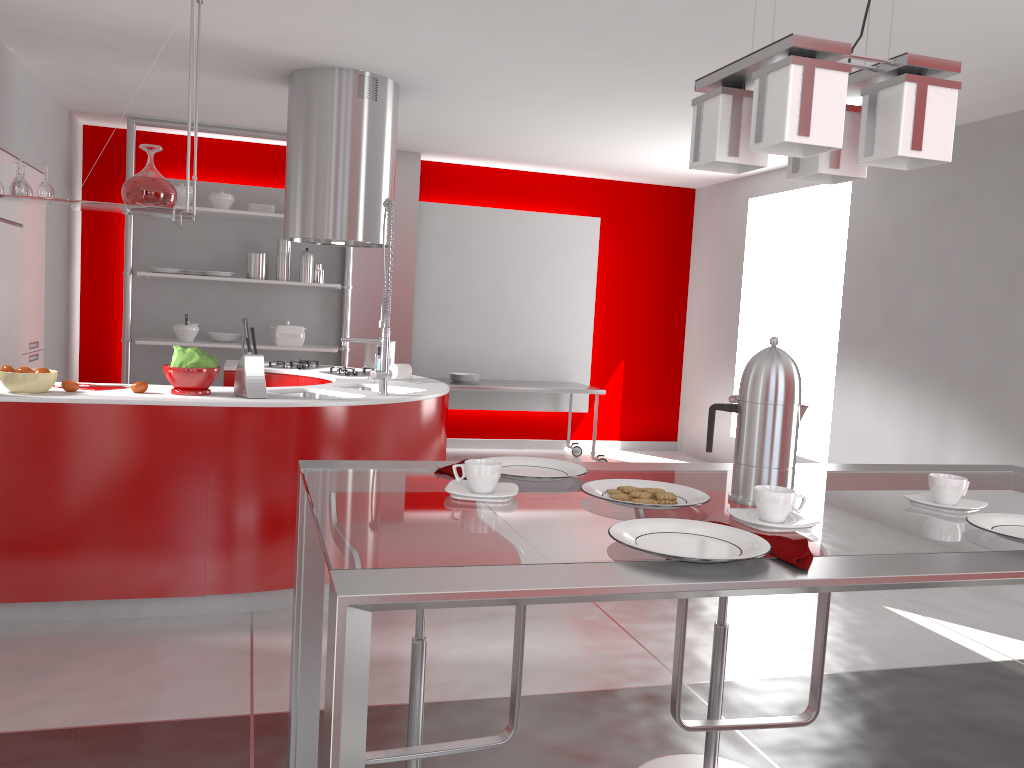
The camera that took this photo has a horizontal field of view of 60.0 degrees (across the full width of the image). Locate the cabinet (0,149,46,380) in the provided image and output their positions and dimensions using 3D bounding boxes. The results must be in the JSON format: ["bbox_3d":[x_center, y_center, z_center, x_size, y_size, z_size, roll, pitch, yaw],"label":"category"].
[{"bbox_3d":[-3.133,-0.283,4.796,0.614,2.026,2.398,2,5,-17],"label":"cabinet"}]

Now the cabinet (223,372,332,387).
[{"bbox_3d":[-1.640,0.384,4.350,1.025,0.761,1.875,6,5,29],"label":"cabinet"}]

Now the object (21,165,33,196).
[{"bbox_3d":[-1.952,-0.802,3.550,0.060,0.141,0.060,2,5,-17],"label":"object"}]

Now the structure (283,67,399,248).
[{"bbox_3d":[-1.022,-1.320,5.314,0.644,0.958,0.644,7,6,39],"label":"structure"}]

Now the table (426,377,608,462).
[{"bbox_3d":[-0.040,0.335,7.646,1.627,0.682,0.749,2,5,-15],"label":"table"}]

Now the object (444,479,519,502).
[{"bbox_3d":[-0.049,0.177,1.457,0.119,0.016,0.119,4,5,3],"label":"object"}]

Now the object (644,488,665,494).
[{"bbox_3d":[0.244,0.183,1.520,0.036,0.006,0.034,4,5,7],"label":"object"}]

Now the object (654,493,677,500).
[{"bbox_3d":[0.256,0.187,1.481,0.034,0.006,0.036,3,5,-5],"label":"object"}]

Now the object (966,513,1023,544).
[{"bbox_3d":[0.826,0.233,1.379,0.217,0.015,0.217,4,5,7],"label":"object"}]

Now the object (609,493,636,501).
[{"bbox_3d":[0.185,0.189,1.486,0.036,0.006,0.034,0,6,-33],"label":"object"}]

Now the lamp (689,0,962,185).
[{"bbox_3d":[0.530,-0.875,1.442,0.304,1.025,0.304,2,5,-17],"label":"lamp"}]

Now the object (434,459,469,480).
[{"bbox_3d":[-0.100,0.160,1.643,0.095,0.012,0.234,2,5,-16],"label":"object"}]

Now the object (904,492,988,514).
[{"bbox_3d":[0.775,0.214,1.586,0.119,0.016,0.119,0,6,-36],"label":"object"}]

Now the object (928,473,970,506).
[{"bbox_3d":[0.784,0.190,1.583,0.078,0.049,0.062,4,5,6],"label":"object"}]

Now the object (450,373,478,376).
[{"bbox_3d":[-0.401,-0.074,7.455,0.228,0.020,0.228,0,6,-35],"label":"object"}]

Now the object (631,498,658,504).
[{"bbox_3d":[0.218,0.193,1.461,0.036,0.006,0.034,0,6,-37],"label":"object"}]

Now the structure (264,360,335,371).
[{"bbox_3d":[-1.334,-0.124,5.516,0.303,0.037,0.457,4,5,13],"label":"structure"}]

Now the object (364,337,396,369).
[{"bbox_3d":[-0.790,-0.186,5.305,0.218,0.185,0.189,7,6,35],"label":"object"}]

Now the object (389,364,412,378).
[{"bbox_3d":[-0.622,-0.073,4.876,0.109,0.080,0.100,8,6,43],"label":"object"}]

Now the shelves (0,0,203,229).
[{"bbox_3d":[-1.744,-1.180,3.527,0.934,1.023,0.462,2,5,-17],"label":"shelves"}]

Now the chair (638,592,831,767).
[{"bbox_3d":[0.564,0.712,2.444,0.418,0.857,0.460,2,5,-12],"label":"chair"}]

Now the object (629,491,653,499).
[{"bbox_3d":[0.215,0.185,1.483,0.036,0.006,0.034,5,5,20],"label":"object"}]

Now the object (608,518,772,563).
[{"bbox_3d":[0.238,0.214,1.197,0.217,0.015,0.217,-1,6,-41],"label":"object"}]

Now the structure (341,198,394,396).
[{"bbox_3d":[-0.629,-0.413,4.133,0.178,0.920,0.308,6,5,27],"label":"structure"}]

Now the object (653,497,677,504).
[{"bbox_3d":[0.255,0.194,1.477,0.034,0.006,0.036,2,5,-12],"label":"object"}]

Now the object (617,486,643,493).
[{"bbox_3d":[0.202,0.181,1.524,0.034,0.006,0.036,1,5,-28],"label":"object"}]

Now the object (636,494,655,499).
[{"bbox_3d":[0.225,0.189,1.507,0.036,0.006,0.034,3,5,1],"label":"object"}]

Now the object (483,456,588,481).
[{"bbox_3d":[0.034,0.163,1.676,0.217,0.015,0.217,5,5,20],"label":"object"}]

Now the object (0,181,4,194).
[{"bbox_3d":[-2.039,-0.802,3.499,0.060,0.141,0.060,2,5,-17],"label":"object"}]

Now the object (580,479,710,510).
[{"bbox_3d":[0.223,0.189,1.495,0.217,0.015,0.217,5,5,21],"label":"object"}]

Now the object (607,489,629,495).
[{"bbox_3d":[0.184,0.186,1.523,0.036,0.006,0.034,2,5,-17],"label":"object"}]

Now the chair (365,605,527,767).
[{"bbox_3d":[-0.239,0.685,2.210,0.418,0.857,0.460,1,5,-21],"label":"chair"}]

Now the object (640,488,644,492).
[{"bbox_3d":[0.224,0.186,1.544,0.036,0.006,0.034,2,5,-17],"label":"object"}]

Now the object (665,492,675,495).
[{"bbox_3d":[0.263,0.190,1.520,0.034,0.006,0.036,4,5,5],"label":"object"}]

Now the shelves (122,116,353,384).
[{"bbox_3d":[-2.144,-0.698,7.024,1.735,2.599,0.535,2,5,-17],"label":"shelves"}]

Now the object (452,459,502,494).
[{"bbox_3d":[-0.055,0.153,1.453,0.078,0.049,0.062,2,5,-17],"label":"object"}]

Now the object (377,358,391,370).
[{"bbox_3d":[-0.727,-0.094,4.952,0.080,0.100,0.109,-1,6,-43],"label":"object"}]

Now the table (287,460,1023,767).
[{"bbox_3d":[0.492,0.706,1.587,1.700,1.000,0.800,2,5,-17],"label":"table"}]

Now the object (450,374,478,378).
[{"bbox_3d":[-0.401,-0.064,7.456,0.228,0.020,0.228,0,6,-35],"label":"object"}]

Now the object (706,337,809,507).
[{"bbox_3d":[0.425,0.061,1.529,0.149,0.287,0.113,3,5,-9],"label":"object"}]

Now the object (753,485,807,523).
[{"bbox_3d":[0.409,0.187,1.362,0.078,0.049,0.062,5,5,23],"label":"object"}]

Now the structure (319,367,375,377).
[{"bbox_3d":[-0.872,-0.075,5.251,0.457,0.037,0.303,-1,6,-41],"label":"structure"}]

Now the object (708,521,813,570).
[{"bbox_3d":[0.371,0.221,1.234,0.095,0.012,0.234,2,5,-18],"label":"object"}]

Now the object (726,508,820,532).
[{"bbox_3d":[0.401,0.210,1.367,0.119,0.016,0.119,2,5,-19],"label":"object"}]
